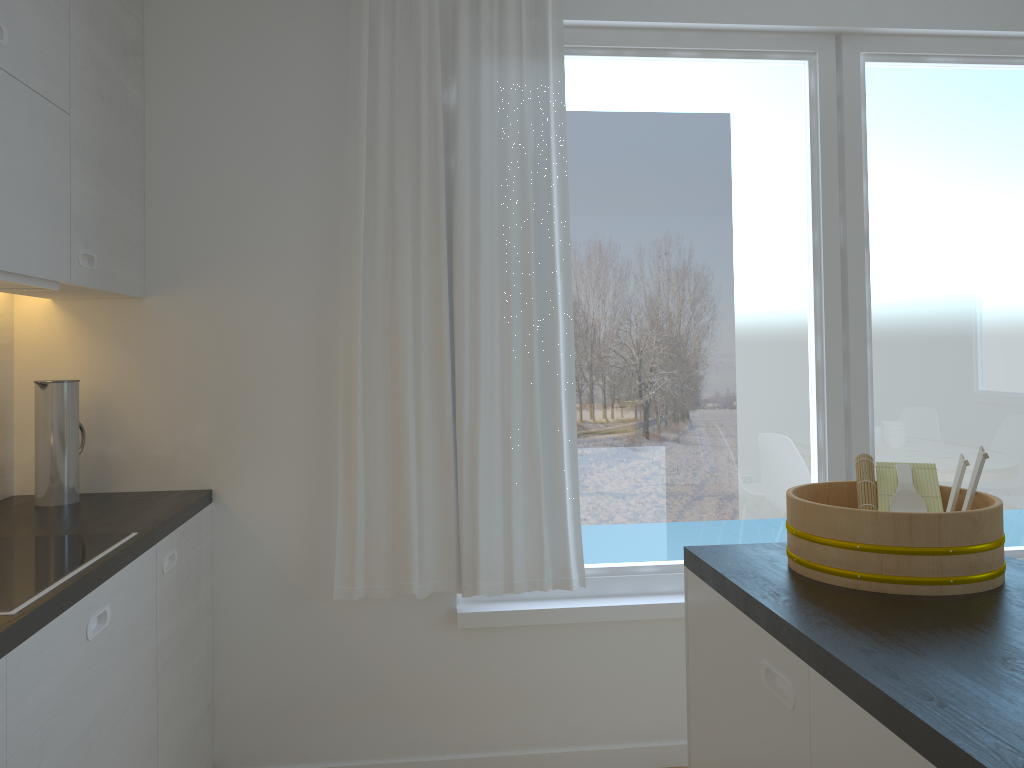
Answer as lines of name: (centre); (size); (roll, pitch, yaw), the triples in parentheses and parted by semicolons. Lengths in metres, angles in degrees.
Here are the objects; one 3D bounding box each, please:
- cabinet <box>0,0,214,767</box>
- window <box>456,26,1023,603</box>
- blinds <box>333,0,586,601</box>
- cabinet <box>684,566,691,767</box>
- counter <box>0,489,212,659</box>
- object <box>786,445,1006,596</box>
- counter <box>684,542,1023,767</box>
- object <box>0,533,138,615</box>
cabinet: (-1.008, 0.092, 1.162); (0.481, 2.302, 3.201); (-1, 1, -6)
window: (1.152, -0.269, 3.117); (2.726, 1.921, 0.088); (-1, -1, -6)
blinds: (-0.171, -0.419, 2.783); (0.795, 2.163, 0.150); (-1, -1, -7)
cabinet: (0.799, 0.878, 0.707); (0.600, 0.910, 2.401); (-1, 2, -6)
counter: (-1.129, 0.392, 1.743); (0.600, 0.040, 2.001); (-1, 2, -6)
object: (0.724, 0.241, 1.697); (0.378, 0.214, 0.430); (0, 2, 22)
counter: (0.792, 0.403, 0.719); (0.600, 0.040, 2.401); (-1, 2, -6)
object: (-1.132, 0.374, 1.747); (0.562, 0.013, 0.654); (-1, 2, -6)
